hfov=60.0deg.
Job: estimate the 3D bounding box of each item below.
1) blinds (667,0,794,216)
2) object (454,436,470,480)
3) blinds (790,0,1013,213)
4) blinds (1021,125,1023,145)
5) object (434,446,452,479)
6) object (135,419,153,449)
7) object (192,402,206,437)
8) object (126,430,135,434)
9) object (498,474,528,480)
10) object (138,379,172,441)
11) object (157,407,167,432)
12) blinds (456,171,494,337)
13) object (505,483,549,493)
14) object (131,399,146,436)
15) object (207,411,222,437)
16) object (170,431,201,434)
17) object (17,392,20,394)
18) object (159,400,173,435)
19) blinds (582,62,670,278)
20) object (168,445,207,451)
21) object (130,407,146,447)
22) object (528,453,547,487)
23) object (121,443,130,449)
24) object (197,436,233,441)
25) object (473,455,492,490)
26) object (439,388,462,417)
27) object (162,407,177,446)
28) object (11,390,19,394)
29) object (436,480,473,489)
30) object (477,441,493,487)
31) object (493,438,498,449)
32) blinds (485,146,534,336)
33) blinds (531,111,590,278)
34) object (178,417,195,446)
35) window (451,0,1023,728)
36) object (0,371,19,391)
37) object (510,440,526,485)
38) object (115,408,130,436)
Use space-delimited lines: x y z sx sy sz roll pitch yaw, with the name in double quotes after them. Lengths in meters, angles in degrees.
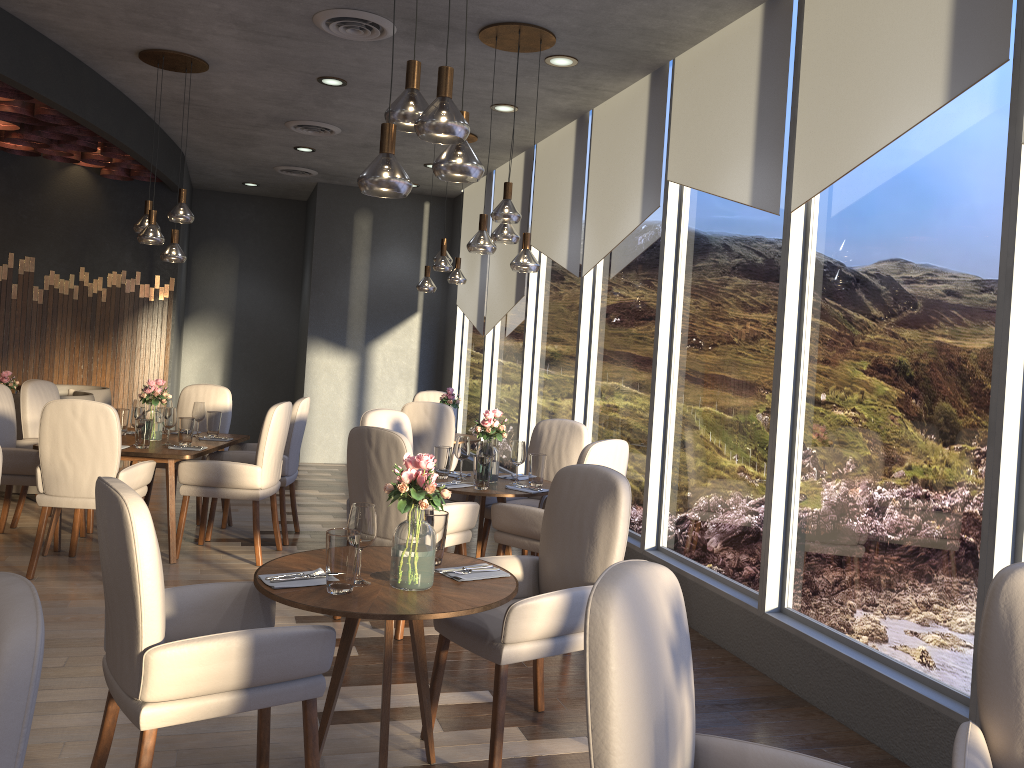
1.170 -2.161 4.734 0.007 2.680 1.174 4 0 -18 "blinds"
-0.287 0.422 5.061 0.092 0.244 0.092 4 0 17 "object"
1.554 -2.094 3.531 0.007 2.680 1.174 4 0 -18 "blinds"
1.914 -1.731 2.343 0.007 2.680 1.174 4 0 -18 "blinds"
-0.398 0.448 5.062 0.102 0.178 0.102 4 1 33 "object"
-2.273 0.307 5.462 0.102 0.178 0.102 4 1 2 "object"
-2.210 0.251 6.247 0.092 0.244 0.092 4 0 -27 "object"
-2.727 0.331 6.211 0.255 0.019 0.157 4 2 0 "object"
0.017 0.548 5.258 0.157 0.019 0.255 5 2 37 "object"
-2.385 0.170 5.892 0.210 0.416 0.198 4 0 -5 "object"
-2.518 0.260 6.358 0.102 0.178 0.102 4 1 -23 "object"
-0.385 -1.846 9.491 0.007 2.680 1.174 4 0 -18 "blinds"
0.068 0.566 4.850 0.255 0.019 0.157 5 3 41 "object"
-2.582 0.231 6.119 0.092 0.244 0.092 4 0 42 "object"
-2.127 0.287 6.315 0.102 0.178 0.102 4 1 4 "object"
-2.364 0.348 6.406 0.157 0.019 0.255 4 2 1 "object"
-4.109 0.189 7.424 0.092 0.244 0.092 4 0 -34 "object"
-2.451 0.234 6.269 0.092 0.244 0.092 4 0 3 "object"
0.782 -2.082 5.922 0.007 2.680 1.174 4 0 -18 "blinds"
-2.064 0.396 5.585 0.255 0.019 0.157 4 2 -2 "object"
-2.342 0.267 5.544 0.092 0.244 0.092 4 0 -1 "object"
0.139 0.485 5.003 0.102 0.178 0.102 4 1 -23 "object"
-2.432 0.378 5.401 0.157 0.019 0.255 4 2 -4 "object"
-2.078 0.376 6.158 0.255 0.019 0.157 4 2 -2 "object"
-0.161 0.474 4.749 0.102 0.178 0.102 4 1 -13 "object"
-0.532 0.237 7.491 0.198 0.416 0.210 4 0 5 "object"
-2.196 0.272 5.674 0.092 0.244 0.092 4 0 18 "object"
-4.271 0.172 7.590 0.092 0.244 0.092 4 0 4 "object"
-0.319 0.542 4.815 0.157 0.019 0.255 5 3 41 "object"
-0.151 0.438 4.858 0.092 0.244 0.092 4 0 -24 "object"
-0.132 0.428 5.203 0.092 0.244 0.092 4 0 -34 "object"
-0.005 -1.780 8.301 0.007 2.680 1.174 4 0 -18 "blinds"
0.403 -2.148 7.110 0.007 2.680 1.174 4 0 -18 "blinds"
-2.113 0.308 5.742 0.102 0.178 0.102 4 1 4 "object"
-0.694 -0.534 1.174 8.068 3.198 16.113 5 2 27 "window"
-4.252 0.093 7.428 0.198 0.416 0.210 4 0 5 "object"
0.032 0.445 5.010 0.092 0.244 0.092 4 0 38 "object"
-2.671 0.260 6.052 0.102 0.178 0.102 4 1 16 "object"
